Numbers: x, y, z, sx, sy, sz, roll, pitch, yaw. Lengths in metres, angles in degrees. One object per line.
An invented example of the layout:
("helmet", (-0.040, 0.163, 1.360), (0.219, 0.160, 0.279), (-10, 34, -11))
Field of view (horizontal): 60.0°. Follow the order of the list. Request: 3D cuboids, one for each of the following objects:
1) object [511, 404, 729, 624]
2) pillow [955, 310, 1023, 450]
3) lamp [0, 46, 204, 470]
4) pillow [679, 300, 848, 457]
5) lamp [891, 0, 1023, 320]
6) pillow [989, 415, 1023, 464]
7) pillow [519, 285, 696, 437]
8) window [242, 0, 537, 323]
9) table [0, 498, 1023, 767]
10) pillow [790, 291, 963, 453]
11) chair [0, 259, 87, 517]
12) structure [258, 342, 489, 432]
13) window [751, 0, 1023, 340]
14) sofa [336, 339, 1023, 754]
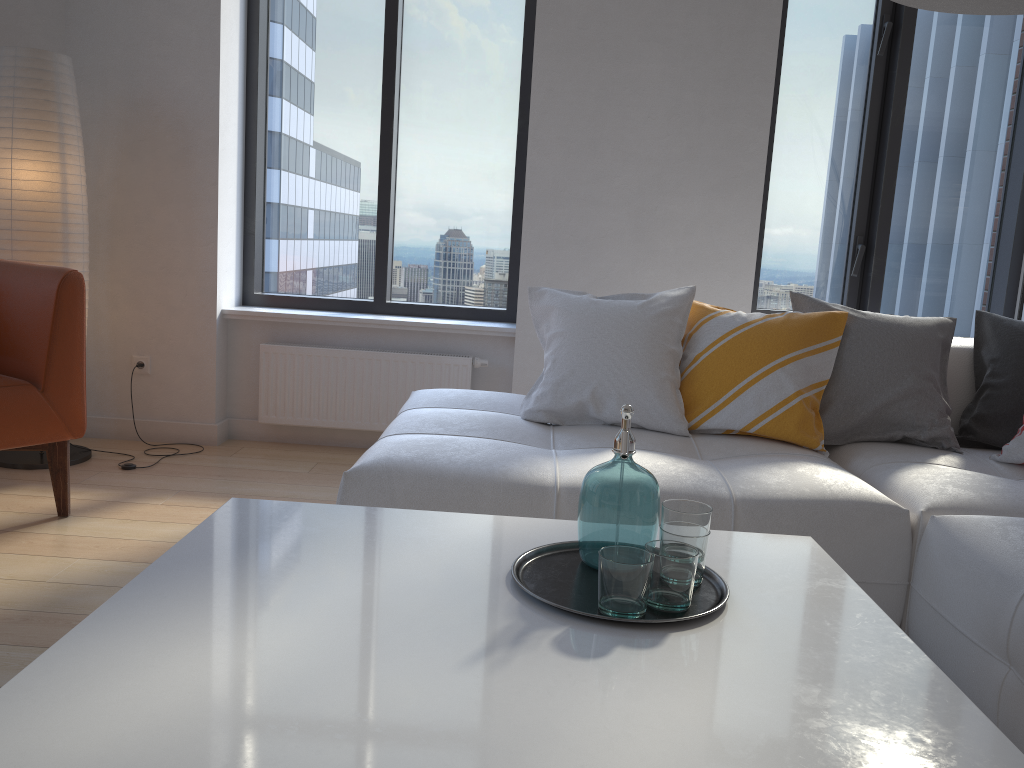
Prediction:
("object", (0.171, 0.175, 1.336), (0.330, 0.265, 0.330), (8, 9, 24))
("pillow", (1.705, 0.123, 1.948), (0.608, 0.436, 2.120), (3, 9, -4))
("lamp", (-1.611, -0.466, 3.509), (0.804, 1.550, 0.502), (-3, 11, -38))
("pillow", (1.174, 0.073, 2.156), (0.630, 0.440, 2.095), (-4, 12, -42))
("lamp", (1.634, -0.678, 2.600), (0.710, 2.647, 3.199), (10, 11, 36))
("pillow", (1.704, 0.197, 1.629), (0.575, 0.449, 2.250), (3, 9, -2))
("pillow", (0.930, 0.010, 2.352), (2.156, 0.456, 0.580), (8, 10, 26))
("window", (-0.547, -1.524, 4.080), (1.310, 2.402, 0.170), (4, 9, 1))
("table", (-0.010, 0.545, 1.159), (1.091, 0.435, 1.091), (4, 9, 1))
("pillow", (1.373, 0.160, 1.533), (0.647, 0.453, 2.953), (2, 9, -11))
("chair", (-1.931, -0.013, 2.681), (0.843, 0.858, 0.896), (9, 10, 32))
("structure", (-0.623, 0.076, 3.988), (1.015, 0.460, 0.110), (4, 9, 1))
("window", (1.749, -1.374, 4.052), (1.310, 2.402, 0.170), (4, 9, 1))
("sofa", (0.870, 0.397, 1.585), (2.614, 0.732, 3.424), (4, 9, 1))
